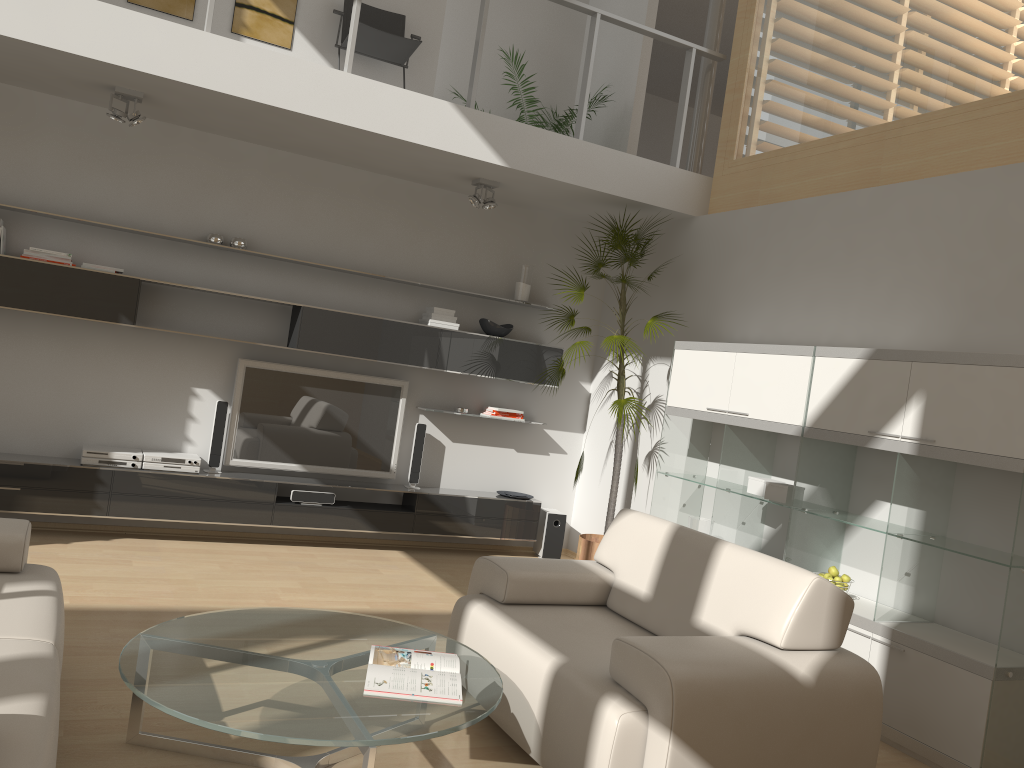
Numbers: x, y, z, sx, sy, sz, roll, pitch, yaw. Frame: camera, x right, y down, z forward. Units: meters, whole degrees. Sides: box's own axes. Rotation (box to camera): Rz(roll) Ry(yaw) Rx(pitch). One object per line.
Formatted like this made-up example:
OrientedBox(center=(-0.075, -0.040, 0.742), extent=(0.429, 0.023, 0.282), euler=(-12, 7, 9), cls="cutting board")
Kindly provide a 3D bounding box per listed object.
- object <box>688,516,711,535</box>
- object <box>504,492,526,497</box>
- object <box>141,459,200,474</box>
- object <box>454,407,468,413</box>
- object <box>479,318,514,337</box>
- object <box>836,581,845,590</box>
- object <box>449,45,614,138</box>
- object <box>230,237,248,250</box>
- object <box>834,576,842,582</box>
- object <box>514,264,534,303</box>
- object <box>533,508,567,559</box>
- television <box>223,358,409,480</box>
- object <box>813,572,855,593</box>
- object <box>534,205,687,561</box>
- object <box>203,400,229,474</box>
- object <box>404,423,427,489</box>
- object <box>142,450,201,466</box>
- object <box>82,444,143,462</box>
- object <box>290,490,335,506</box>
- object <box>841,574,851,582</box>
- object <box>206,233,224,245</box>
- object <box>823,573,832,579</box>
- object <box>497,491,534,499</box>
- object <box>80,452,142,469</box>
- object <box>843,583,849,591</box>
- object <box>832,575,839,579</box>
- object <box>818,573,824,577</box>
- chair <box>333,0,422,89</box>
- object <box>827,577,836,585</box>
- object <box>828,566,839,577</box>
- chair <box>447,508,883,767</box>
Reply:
OrientedBox(center=(1.160, 0.922, 5.491), extent=(0.130, 0.177, 0.172), euler=(8, 0, -37), cls="object")
OrientedBox(center=(0.024, 0.866, 6.902), extent=(0.178, 0.020, 0.178), euler=(8, 0, -43), cls="object")
OrientedBox(center=(-2.238, 0.534, 5.805), extent=(0.349, 0.049, 0.250), euler=(8, 0, -26), cls="object")
OrientedBox(center=(-0.385, 0.199, 6.726), extent=(0.106, 0.035, 0.105), euler=(8, 0, 9), cls="object")
OrientedBox(center=(-0.123, -0.417, 6.753), extent=(0.223, 0.125, 0.317), euler=(8, 0, 42), cls="object")
OrientedBox(center=(1.623, 1.006, 4.410), extent=(0.058, 0.058, 0.058), euler=(8, 0, 31), cls="object")
OrientedBox(center=(0.240, -2.195, 7.333), extent=(1.331, 1.069, 1.491), euler=(8, 0, -29), cls="object")
OrientedBox(center=(-1.826, -0.939, 5.928), extent=(0.115, 0.081, 0.115), euler=(8, 0, 45), cls="object")
OrientedBox(center=(1.634, 0.983, 4.444), extent=(0.040, 0.038, 0.040), euler=(8, 0, 35), cls="object")
OrientedBox(center=(0.089, -0.775, 6.876), extent=(0.129, 0.291, 0.129), euler=(8, 0, 36), cls="object")
OrientedBox(center=(0.297, 1.195, 7.031), extent=(0.150, 0.374, 0.275), euler=(8, 0, -16), cls="object")
OrientedBox(center=(-1.372, 0.262, 6.310), extent=(1.224, 0.735, 0.096), euler=(8, 0, -26), cls="television")
OrientedBox(center=(1.607, 1.023, 4.459), extent=(0.206, 0.105, 0.206), euler=(8, 0, 19), cls="object")
OrientedBox(center=(1.126, 0.161, 5.709), extent=(2.706, 2.668, 0.983), euler=(8, 0, 44), cls="object")
OrientedBox(center=(-1.976, 0.351, 5.950), extent=(0.111, 0.483, 0.116), euler=(8, 0, -30), cls="object")
OrientedBox(center=(-0.707, 0.531, 6.584), extent=(0.111, 0.483, 0.116), euler=(8, 0, -20), cls="object")
OrientedBox(center=(-2.229, 0.486, 5.800), extent=(0.349, 0.049, 0.262), euler=(8, 0, -26), cls="object")
OrientedBox(center=(-2.544, 0.441, 5.644), extent=(0.349, 0.049, 0.262), euler=(8, 0, -26), cls="object")
OrientedBox(center=(-1.383, 0.785, 6.130), extent=(0.300, 0.092, 0.085), euler=(8, 0, -26), cls="object")
OrientedBox(center=(1.674, 0.977, 4.447), extent=(0.047, 0.045, 0.047), euler=(8, 0, -25), cls="object")
OrientedBox(center=(-1.975, -0.960, 5.902), extent=(0.115, 0.081, 0.115), euler=(8, 0, 45), cls="object")
OrientedBox(center=(1.583, 0.970, 4.445), extent=(0.044, 0.043, 0.040), euler=(8, 0, -11), cls="object")
OrientedBox(center=(0.023, 0.868, 6.902), extent=(0.294, 0.020, 0.294), euler=(8, 0, 13), cls="object")
OrientedBox(center=(-2.551, 0.489, 5.644), extent=(0.349, 0.049, 0.262), euler=(8, 0, -26), cls="object")
OrientedBox(center=(1.660, 1.012, 4.429), extent=(0.039, 0.040, 0.040), euler=(8, 0, -34), cls="object")
OrientedBox(center=(1.634, 0.983, 4.500), extent=(0.055, 0.054, 0.050), euler=(8, 0, 33), cls="object")
OrientedBox(center=(1.578, 0.988, 4.502), extent=(0.054, 0.048, 0.055), euler=(8, 0, -33), cls="object")
OrientedBox(center=(-0.926, -2.236, 6.048), extent=(0.628, 0.825, 0.537), euler=(8, 0, -26), cls="chair")
OrientedBox(center=(1.583, 0.982, 4.402), extent=(0.047, 0.048, 0.047), euler=(8, 0, 26), cls="object")
OrientedBox(center=(1.621, 0.945, 4.467), extent=(0.055, 0.056, 0.055), euler=(8, 0, -26), cls="object")
OrientedBox(center=(0.517, 1.002, 3.509), extent=(1.165, 0.846, 1.562), euler=(8, 0, -26), cls="chair")
